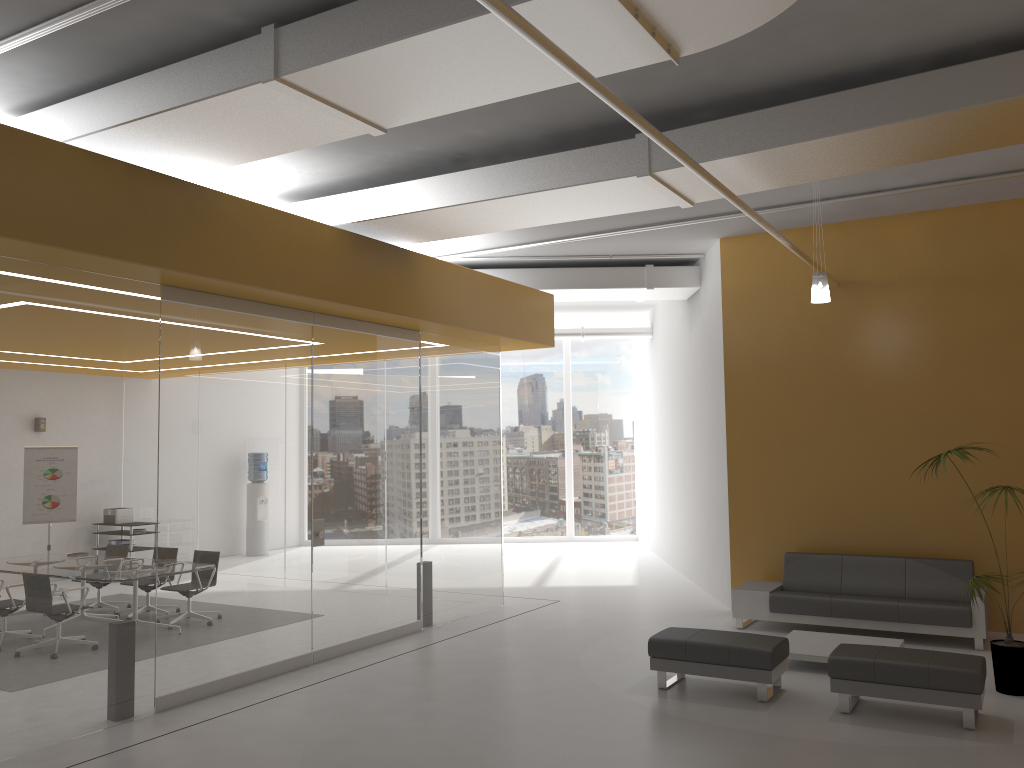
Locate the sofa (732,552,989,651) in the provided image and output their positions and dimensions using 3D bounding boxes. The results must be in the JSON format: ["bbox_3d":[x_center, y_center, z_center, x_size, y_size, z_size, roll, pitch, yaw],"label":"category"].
[{"bbox_3d":[3.587,2.208,9.245,2.400,0.761,0.860,-3,-5,30],"label":"sofa"}]

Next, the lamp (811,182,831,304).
[{"bbox_3d":[2.851,-1.372,8.260,0.174,1.227,0.174,1,-4,-19],"label":"lamp"}]

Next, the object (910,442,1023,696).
[{"bbox_3d":[3.813,1.442,7.047,0.912,1.956,1.222,1,-4,-19],"label":"object"}]

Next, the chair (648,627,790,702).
[{"bbox_3d":[1.677,2.253,7.190,1.012,0.423,0.575,-3,-5,30],"label":"chair"}]

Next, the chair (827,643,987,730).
[{"bbox_3d":[2.882,2.182,6.465,1.012,0.423,0.575,-3,-5,30],"label":"chair"}]

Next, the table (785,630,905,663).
[{"bbox_3d":[2.939,2.431,8.003,1.000,0.150,1.000,-3,-5,30],"label":"table"}]

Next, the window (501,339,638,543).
[{"bbox_3d":[-0.225,1.096,18.784,8.533,4.498,0.100,-1,-4,0],"label":"window"}]
